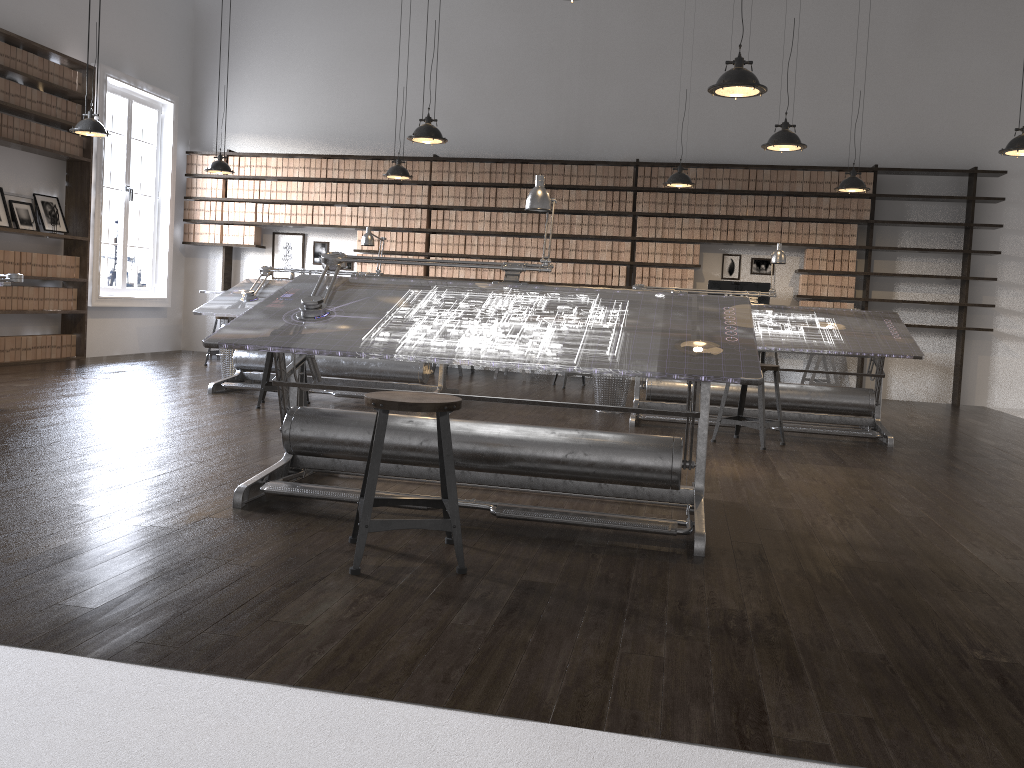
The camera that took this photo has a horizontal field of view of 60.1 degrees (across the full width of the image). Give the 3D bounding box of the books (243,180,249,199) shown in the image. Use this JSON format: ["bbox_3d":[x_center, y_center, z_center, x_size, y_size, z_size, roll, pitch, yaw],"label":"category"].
[{"bbox_3d":[-3.171,-2.335,10.694,0.067,0.225,0.175,4,4,11],"label":"books"}]

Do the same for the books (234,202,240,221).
[{"bbox_3d":[-3.288,-2.076,10.728,0.067,0.225,0.175,4,4,11],"label":"books"}]

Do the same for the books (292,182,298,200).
[{"bbox_3d":[-2.559,-2.290,10.576,0.067,0.225,0.175,4,4,11],"label":"books"}]

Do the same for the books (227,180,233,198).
[{"bbox_3d":[-3.375,-2.349,10.732,0.067,0.225,0.175,4,4,11],"label":"books"}]

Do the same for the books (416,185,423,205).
[{"bbox_3d":[-1.051,-2.182,10.289,0.067,0.225,0.175,4,4,11],"label":"books"}]

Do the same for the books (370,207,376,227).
[{"bbox_3d":[-1.607,-1.954,10.407,0.067,0.225,0.175,4,4,11],"label":"books"}]

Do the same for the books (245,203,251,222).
[{"bbox_3d":[-3.147,-2.065,10.698,0.067,0.225,0.175,4,4,11],"label":"books"}]

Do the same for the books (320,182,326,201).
[{"bbox_3d":[-2.211,-2.265,10.506,0.067,0.225,0.175,4,4,11],"label":"books"}]

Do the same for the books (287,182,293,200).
[{"bbox_3d":[-2.620,-2.295,10.589,0.067,0.225,0.175,4,4,11],"label":"books"}]

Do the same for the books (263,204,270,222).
[{"bbox_3d":[-2.918,-2.041,10.651,0.067,0.225,0.175,4,4,11],"label":"books"}]

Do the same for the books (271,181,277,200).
[{"bbox_3d":[-2.821,-2.310,10.629,0.067,0.225,0.175,4,4,11],"label":"books"}]

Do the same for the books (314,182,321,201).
[{"bbox_3d":[-2.282,-2.270,10.523,0.067,0.225,0.175,4,4,11],"label":"books"}]

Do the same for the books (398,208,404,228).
[{"bbox_3d":[-1.273,-1.930,10.336,0.067,0.225,0.175,4,4,11],"label":"books"}]

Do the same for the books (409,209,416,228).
[{"bbox_3d":[-1.136,-1.920,10.316,0.067,0.225,0.175,4,4,11],"label":"books"}]

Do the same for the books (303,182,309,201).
[{"bbox_3d":[-2.418,-2.281,10.551,0.067,0.225,0.175,4,4,11],"label":"books"}]

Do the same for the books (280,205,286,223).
[{"bbox_3d":[-2.712,-2.027,10.614,0.067,0.225,0.175,4,4,11],"label":"books"}]

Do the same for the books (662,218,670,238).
[{"bbox_3d":[1.698,-1.715,9.777,0.067,0.225,0.175,4,4,11],"label":"books"}]

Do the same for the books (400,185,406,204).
[{"bbox_3d":[-1.246,-2.196,10.330,0.067,0.225,0.175,4,4,11],"label":"books"}]

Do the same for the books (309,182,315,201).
[{"bbox_3d":[-2.349,-2.276,10.540,0.067,0.225,0.175,4,4,11],"label":"books"}]

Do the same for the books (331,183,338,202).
[{"bbox_3d":[-2.078,-2.256,10.485,0.067,0.225,0.175,4,4,11],"label":"books"}]

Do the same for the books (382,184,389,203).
[{"bbox_3d":[-1.455,-2.211,10.366,0.067,0.225,0.175,4,4,11],"label":"books"}]

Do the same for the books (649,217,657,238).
[{"bbox_3d":[1.557,-1.724,9.796,0.067,0.225,0.175,4,4,11],"label":"books"}]

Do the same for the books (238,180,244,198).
[{"bbox_3d":[-3.233,-2.339,10.701,0.067,0.225,0.175,4,4,11],"label":"books"}]

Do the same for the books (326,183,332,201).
[{"bbox_3d":[-2.141,-2.260,10.493,0.067,0.225,0.175,4,4,11],"label":"books"}]

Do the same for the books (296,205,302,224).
[{"bbox_3d":[-2.508,-2.012,10.576,0.067,0.225,0.175,4,4,11],"label":"books"}]

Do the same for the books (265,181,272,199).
[{"bbox_3d":[-2.891,-2.314,10.638,0.067,0.225,0.175,4,4,11],"label":"books"}]

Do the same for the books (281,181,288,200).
[{"bbox_3d":[-2.686,-2.299,10.597,0.067,0.225,0.175,4,4,11],"label":"books"}]

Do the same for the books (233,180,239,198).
[{"bbox_3d":[-3.304,-2.344,10.715,0.067,0.225,0.175,4,4,11],"label":"books"}]

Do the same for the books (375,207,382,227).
[{"bbox_3d":[-1.539,-1.949,10.392,0.067,0.225,0.175,4,4,11],"label":"books"}]

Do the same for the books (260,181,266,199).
[{"bbox_3d":[-2.960,-2.320,10.656,0.067,0.225,0.175,4,4,11],"label":"books"}]

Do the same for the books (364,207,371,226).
[{"bbox_3d":[-1.677,-1.959,10.416,0.067,0.225,0.175,4,4,11],"label":"books"}]

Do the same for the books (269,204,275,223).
[{"bbox_3d":[-2.849,-2.037,10.642,0.067,0.225,0.175,4,4,11],"label":"books"}]

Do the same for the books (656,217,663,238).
[{"bbox_3d":[1.629,-1.720,9.786,0.067,0.225,0.175,4,4,11],"label":"books"}]

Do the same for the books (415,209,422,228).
[{"bbox_3d":[-1.068,-1.915,10.299,0.067,0.225,0.175,4,4,11],"label":"books"}]

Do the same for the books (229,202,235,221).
[{"bbox_3d":[-3.358,-2.080,10.737,0.067,0.225,0.175,4,4,11],"label":"books"}]

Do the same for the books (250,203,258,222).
[{"bbox_3d":[-3.086,-2.060,10.681,0.067,0.225,0.175,4,4,11],"label":"books"}]

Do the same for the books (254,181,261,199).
[{"bbox_3d":[-3.034,-2.325,10.665,0.067,0.225,0.175,4,4,11],"label":"books"}]

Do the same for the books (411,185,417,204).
[{"bbox_3d":[-1.113,-2.186,10.302,0.067,0.225,0.175,4,4,11],"label":"books"}]

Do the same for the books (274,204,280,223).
[{"bbox_3d":[-2.780,-2.032,10.631,0.067,0.225,0.175,4,4,11],"label":"books"}]

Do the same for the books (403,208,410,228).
[{"bbox_3d":[-1.206,-1.925,10.329,0.067,0.225,0.175,4,4,11],"label":"books"}]

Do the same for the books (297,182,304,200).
[{"bbox_3d":[-2.488,-2.285,10.561,0.067,0.225,0.175,4,4,11],"label":"books"}]

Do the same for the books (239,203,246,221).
[{"bbox_3d":[-3.220,-2.071,10.713,0.067,0.225,0.175,4,4,11],"label":"books"}]

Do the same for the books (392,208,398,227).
[{"bbox_3d":[-1.338,-1.935,10.353,0.067,0.225,0.175,4,4,11],"label":"books"}]

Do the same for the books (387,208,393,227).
[{"bbox_3d":[-1.400,-1.939,10.364,0.067,0.225,0.175,4,4,11],"label":"books"}]

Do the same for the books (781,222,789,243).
[{"bbox_3d":[2.932,-1.625,9.534,0.067,0.225,0.175,4,4,11],"label":"books"}]

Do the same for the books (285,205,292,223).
[{"bbox_3d":[-2.642,-2.021,10.597,0.067,0.225,0.175,4,4,11],"label":"books"}]

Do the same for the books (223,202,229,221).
[{"bbox_3d":[-3.429,-2.085,10.747,0.067,0.225,0.175,4,4,11],"label":"books"}]

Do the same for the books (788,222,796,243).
[{"bbox_3d":[3.004,-1.620,9.524,0.067,0.225,0.175,4,4,11],"label":"books"}]

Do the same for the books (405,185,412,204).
[{"bbox_3d":[-1.179,-2.191,10.310,0.067,0.225,0.175,4,4,11],"label":"books"}]

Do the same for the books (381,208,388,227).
[{"bbox_3d":[-1.471,-1.944,10.375,0.067,0.225,0.175,4,4,11],"label":"books"}]

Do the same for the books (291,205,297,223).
[{"bbox_3d":[-2.571,-2.016,10.583,0.067,0.225,0.175,4,4,11],"label":"books"}]

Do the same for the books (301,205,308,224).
[{"bbox_3d":[-2.443,-2.008,10.566,0.067,0.225,0.175,4,4,11],"label":"books"}]

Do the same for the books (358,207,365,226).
[{"bbox_3d":[-1.748,-1.964,10.427,0.067,0.225,0.175,4,4,11],"label":"books"}]

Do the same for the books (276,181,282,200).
[{"bbox_3d":[-2.751,-2.305,10.616,0.067,0.225,0.175,4,4,11],"label":"books"}]

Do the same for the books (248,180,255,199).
[{"bbox_3d":[-3.106,-2.330,10.684,0.067,0.225,0.175,4,4,11],"label":"books"}]
